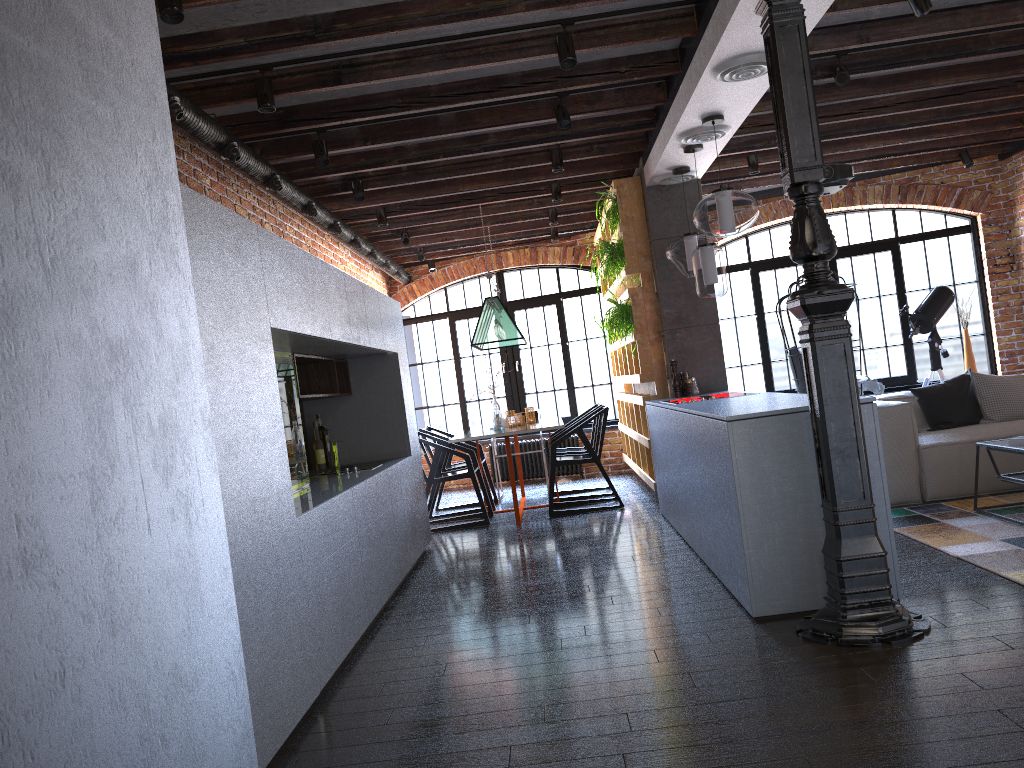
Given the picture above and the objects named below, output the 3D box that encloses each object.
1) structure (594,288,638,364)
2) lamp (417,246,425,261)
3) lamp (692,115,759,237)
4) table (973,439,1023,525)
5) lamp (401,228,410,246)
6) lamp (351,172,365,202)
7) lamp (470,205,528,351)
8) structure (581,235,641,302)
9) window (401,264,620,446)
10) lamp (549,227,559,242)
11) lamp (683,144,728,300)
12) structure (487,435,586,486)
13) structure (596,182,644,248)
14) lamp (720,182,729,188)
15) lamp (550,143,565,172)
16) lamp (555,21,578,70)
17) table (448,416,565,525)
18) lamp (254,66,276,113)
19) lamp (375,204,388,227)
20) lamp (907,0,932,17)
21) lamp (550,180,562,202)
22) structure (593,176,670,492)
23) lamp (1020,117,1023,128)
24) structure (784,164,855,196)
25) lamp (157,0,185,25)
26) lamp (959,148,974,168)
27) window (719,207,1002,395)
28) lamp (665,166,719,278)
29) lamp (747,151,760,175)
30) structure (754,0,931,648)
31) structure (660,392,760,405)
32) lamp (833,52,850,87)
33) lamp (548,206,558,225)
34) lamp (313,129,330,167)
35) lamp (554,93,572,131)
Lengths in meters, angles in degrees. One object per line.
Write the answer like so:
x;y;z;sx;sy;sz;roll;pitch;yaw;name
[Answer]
0.914;-0.452;6.931;0.422;0.620;0.570;-8;0;22;structure
-0.951;-1.381;9.260;0.093;0.206;0.160;-8;0;-1;lamp
1.164;-1.152;4.946;0.364;0.665;0.364;-8;0;-15;lamp
3.022;0.478;4.648;0.842;0.388;0.848;-8;0;2;table
-0.989;-1.383;8.268;0.093;0.201;0.162;-8;0;-5;lamp
-1.073;-1.375;6.196;0.093;0.210;0.148;-8;0;-10;lamp
-0.182;-0.975;7.952;0.465;1.267;1.258;-8;0;2;lamp
0.807;-0.921;6.898;0.570;0.620;0.422;-8;0;-28;structure
-0.021;-0.366;10.204;3.145;2.233;0.177;-8;0;20;window
0.445;-1.581;9.233;0.082;0.184;0.112;-8;0;-29;lamp
1.193;-1.008;5.532;0.195;0.955;0.197;-8;0;32;lamp
0.258;0.852;9.856;1.115;0.476;0.106;-8;0;20;structure
0.925;-1.307;6.905;0.570;0.620;0.422;-8;0;-8;structure
1.985;-1.792;8.185;0.121;0.184;0.082;-8;0;-5;lamp
0.320;-1.576;6.151;0.082;0.184;0.116;-8;0;-37;lamp
0.248;-1.564;4.116;0.091;0.203;0.119;-8;0;-18;lamp
0.039;0.738;7.771;0.905;0.737;1.887;-8;0;2;table
-1.162;-1.384;4.173;0.082;0.184;0.110;-8;0;-26;lamp
-1.053;-1.384;7.230;0.124;0.189;0.083;-8;0;36;lamp
1.852;-1.787;4.049;0.083;0.190;0.161;-8;0;39;lamp
0.364;-1.578;7.188;0.082;0.184;0.113;-8;0;-31;lamp
1.080;-0.380;8.118;0.206;2.381;2.829;-8;0;2;structure
4.098;-2.069;7.031;0.090;0.208;0.134;-8;0;-30;lamp
2.160;-1.776;6.396;0.409;0.816;0.464;-8;0;2;structure
-1.207;-1.373;3.120;0.087;0.201;0.116;-8;0;-29;lamp
4.143;-2.071;8.091;0.093;0.208;0.134;-8;0;-22;lamp
3.288;-0.816;9.194;3.294;2.233;0.177;-8;0;20;window
1.215;-1.113;6.114;0.367;0.747;0.367;-8;0;-34;lamp
1.945;-1.789;7.123;0.083;0.188;0.116;-8;0;-35;lamp
4.970;-0.774;4.518;8.512;2.394;0.481;-8;0;-17;structure
1.248;0.100;5.678;0.504;0.057;0.763;-8;0;2;structure
1.873;-1.781;5.038;0.092;0.201;0.162;-8;0;19;lamp
0.397;-1.578;8.240;0.124;0.184;0.082;-8;0;-14;lamp
-1.115;-1.374;5.188;0.092;0.209;0.140;-8;0;-13;lamp
0.296;-1.563;5.127;0.093;0.210;0.145;-8;0;-6;lamp
